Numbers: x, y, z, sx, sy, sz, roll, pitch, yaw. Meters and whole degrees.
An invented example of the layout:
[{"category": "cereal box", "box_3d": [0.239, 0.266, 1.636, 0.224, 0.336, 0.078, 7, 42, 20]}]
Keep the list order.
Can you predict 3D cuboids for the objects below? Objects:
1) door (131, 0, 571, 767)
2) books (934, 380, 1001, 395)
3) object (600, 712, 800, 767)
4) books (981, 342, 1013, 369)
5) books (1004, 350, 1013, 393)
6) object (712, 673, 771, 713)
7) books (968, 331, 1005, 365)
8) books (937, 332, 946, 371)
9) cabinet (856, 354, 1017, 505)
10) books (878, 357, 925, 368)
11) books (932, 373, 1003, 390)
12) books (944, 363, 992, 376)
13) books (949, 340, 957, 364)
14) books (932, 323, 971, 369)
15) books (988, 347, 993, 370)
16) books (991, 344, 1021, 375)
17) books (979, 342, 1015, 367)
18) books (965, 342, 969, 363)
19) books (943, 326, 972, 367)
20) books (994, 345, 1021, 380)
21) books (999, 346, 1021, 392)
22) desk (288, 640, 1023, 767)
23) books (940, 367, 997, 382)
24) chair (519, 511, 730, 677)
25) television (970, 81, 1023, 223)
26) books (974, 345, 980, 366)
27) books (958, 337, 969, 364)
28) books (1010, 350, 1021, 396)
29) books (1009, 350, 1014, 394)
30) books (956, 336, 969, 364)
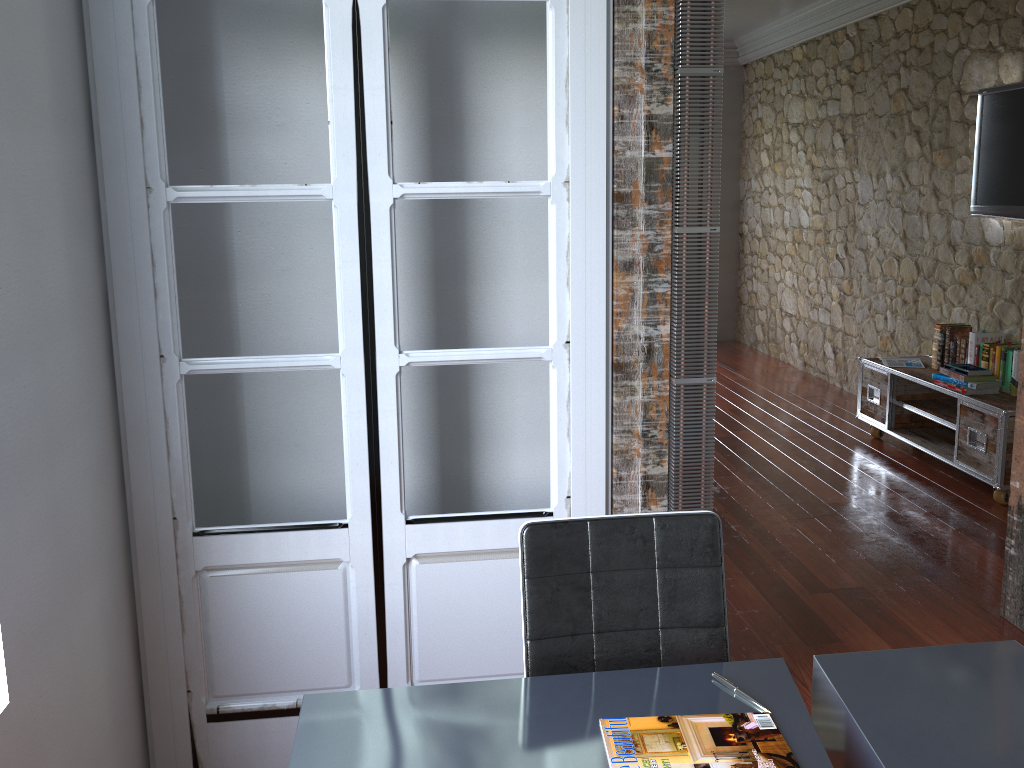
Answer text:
[{"category": "door", "box_3d": [-0.367, 0.008, 2.312, 1.160, 2.162, 0.041, -2, 9, -6]}, {"category": "books", "box_3d": [2.443, 0.009, 4.756, 0.197, 0.032, 0.287, -2, 12, -6]}, {"category": "object", "box_3d": [0.312, 0.619, 1.472, 0.307, 0.012, 0.226, -1, 12, -2]}, {"category": "books", "box_3d": [2.651, -0.108, 4.824, 0.171, 0.226, 0.057, -2, 10, -6]}, {"category": "books", "box_3d": [2.682, -0.066, 4.642, 0.174, 0.220, 0.045, -2, 10, -6]}, {"category": "object", "box_3d": [0.426, 0.574, 1.647, 0.011, 0.011, 0.150, -7, 14, -30]}, {"category": "books", "box_3d": [2.642, -0.156, 4.945, 0.176, 0.266, 0.053, -2, 10, -6]}, {"category": "books", "box_3d": [2.608, -0.194, 5.213, 0.189, 0.227, 0.057, -2, 10, -6]}, {"category": "cabinet", "box_3d": [2.532, 0.219, 5.013, 0.488, 0.505, 1.437, -2, 12, -6]}, {"category": "books", "box_3d": [2.402, -0.147, 5.477, 0.224, 0.028, 0.308, 2, 13, 14]}, {"category": "books", "box_3d": [2.442, -0.022, 4.751, 0.198, 0.031, 0.287, -6, 13, -21]}, {"category": "books", "box_3d": [2.443, -0.078, 4.742, 0.144, 0.023, 0.206, -2, 12, -6]}, {"category": "books", "box_3d": [2.608, -0.154, 5.120, 0.144, 0.190, 0.048, -2, 10, -6]}, {"category": "books", "box_3d": [2.613, -0.224, 5.272, 0.198, 0.261, 0.066, -2, 10, -6]}, {"category": "books", "box_3d": [2.662, -0.092, 4.779, 0.168, 0.212, 0.038, -2, 10, -6]}, {"category": "books", "box_3d": [2.663, -0.094, 4.743, 0.183, 0.232, 0.034, -2, 10, -6]}, {"category": "books", "box_3d": [2.668, -0.117, 4.877, 0.174, 0.220, 0.045, -2, 10, -6]}, {"category": "books", "box_3d": [2.635, -0.134, 4.990, 0.161, 0.205, 0.027, -2, 10, -6]}, {"category": "books", "box_3d": [2.596, -0.202, 5.158, 0.140, 0.268, 0.044, -2, 10, -6]}, {"category": "books", "box_3d": [2.663, -0.087, 4.710, 0.183, 0.232, 0.035, -2, 10, -6]}, {"category": "books", "box_3d": [2.671, -0.080, 4.678, 0.183, 0.232, 0.034, -2, 10, -6]}, {"category": "desk", "box_3d": [0.426, 1.061, 0.968, 1.445, 0.648, 1.729, -2, 12, -6]}, {"category": "books", "box_3d": [2.444, -0.053, 4.751, 0.174, 0.030, 0.257, -1, 12, -1]}, {"category": "chair", "box_3d": [0.266, 0.785, 1.650, 0.475, 0.911, 0.607, -2, 10, -6]}, {"category": "television", "box_3d": [2.736, -1.179, 4.485, 0.104, 0.725, 1.139, -2, 12, -6]}, {"category": "books", "box_3d": [2.646, -0.117, 4.911, 0.161, 0.205, 0.027, -2, 10, -6]}, {"category": "books", "box_3d": [2.631, -0.153, 5.030, 0.171, 0.226, 0.057, -2, 10, -6]}, {"category": "books", "box_3d": [2.678, -0.058, 4.576, 0.183, 0.232, 0.035, -2, 10, -6]}, {"category": "books", "box_3d": [2.678, -0.063, 4.606, 0.160, 0.230, 0.026, -2, 10, -6]}, {"category": "books", "box_3d": [2.629, -0.161, 5.076, 0.160, 0.221, 0.038, -2, 10, -6]}]
